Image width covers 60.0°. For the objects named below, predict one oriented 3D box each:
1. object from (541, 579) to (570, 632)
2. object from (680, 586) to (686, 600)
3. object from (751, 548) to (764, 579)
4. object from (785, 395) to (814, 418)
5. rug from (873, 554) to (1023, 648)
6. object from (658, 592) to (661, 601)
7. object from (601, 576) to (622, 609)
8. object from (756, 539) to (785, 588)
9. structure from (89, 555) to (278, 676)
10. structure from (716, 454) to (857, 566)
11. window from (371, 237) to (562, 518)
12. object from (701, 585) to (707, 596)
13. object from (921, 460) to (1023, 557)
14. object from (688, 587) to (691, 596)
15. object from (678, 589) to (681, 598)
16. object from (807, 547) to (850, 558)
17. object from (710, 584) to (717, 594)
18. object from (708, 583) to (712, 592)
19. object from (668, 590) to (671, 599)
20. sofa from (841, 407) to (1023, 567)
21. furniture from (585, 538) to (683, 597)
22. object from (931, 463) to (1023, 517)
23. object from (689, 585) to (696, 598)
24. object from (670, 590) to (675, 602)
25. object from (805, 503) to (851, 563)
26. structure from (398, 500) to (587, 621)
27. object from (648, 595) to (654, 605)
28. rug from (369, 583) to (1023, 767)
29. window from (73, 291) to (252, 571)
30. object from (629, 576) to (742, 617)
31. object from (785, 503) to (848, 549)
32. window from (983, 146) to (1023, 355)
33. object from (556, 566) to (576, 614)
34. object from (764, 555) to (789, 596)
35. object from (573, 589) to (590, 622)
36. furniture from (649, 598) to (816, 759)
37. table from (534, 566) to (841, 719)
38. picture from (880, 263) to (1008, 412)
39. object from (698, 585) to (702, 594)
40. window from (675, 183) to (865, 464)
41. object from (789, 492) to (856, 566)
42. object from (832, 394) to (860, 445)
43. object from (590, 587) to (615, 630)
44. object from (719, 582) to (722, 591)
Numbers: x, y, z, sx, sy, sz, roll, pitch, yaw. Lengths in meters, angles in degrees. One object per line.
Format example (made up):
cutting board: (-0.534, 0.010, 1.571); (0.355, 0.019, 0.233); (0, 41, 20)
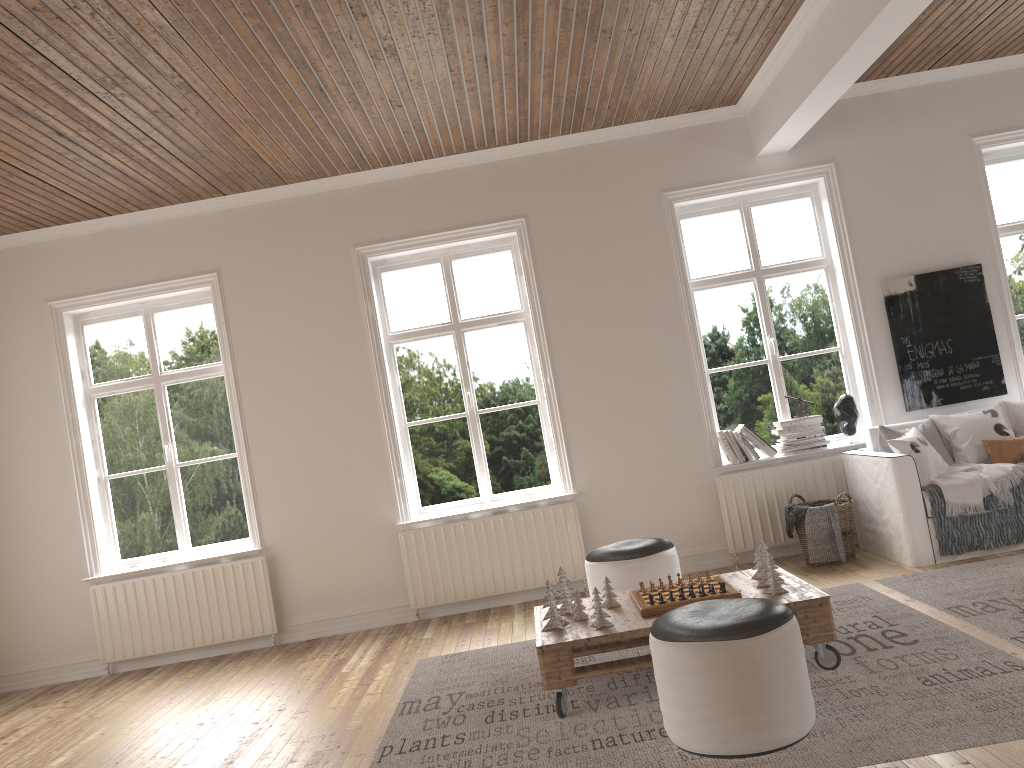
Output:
object: (0.170, 0.943, 3.814); (0.106, 0.208, 0.107); (-11, -3, 16)
object: (0.724, 0.885, 3.770); (0.025, 0.058, 0.025); (-7, -4, -45)
object: (1.139, 0.821, 4.077); (0.075, 0.137, 0.079); (-8, -4, -41)
object: (1.980, 0.143, 6.089); (0.092, 0.161, 0.177); (-8, -3, -32)
rug: (3.192, 0.818, 3.764); (2.474, 0.003, 2.254); (-10, -3, 0)
object: (0.636, 0.914, 3.818); (0.017, 0.037, 0.017); (-11, -3, 20)
object: (0.436, 0.940, 4.025); (0.077, 0.141, 0.082); (-9, -3, -18)
object: (1.122, 0.782, 3.911); (0.111, 0.204, 0.118); (-11, -3, 24)
structure: (-2.197, 1.667, 6.008); (1.223, 0.829, 0.085); (-10, -3, 0)
structure: (2.042, 0.919, 5.978); (1.223, 0.829, 0.095); (-10, -3, 0)
window: (-0.327, -0.042, 6.271); (1.055, 1.872, 0.120); (-10, -3, 0)
object: (0.812, 0.876, 3.771); (0.022, 0.047, 0.022); (-12, -3, 32)
object: (3.207, 0.646, 5.292); (1.680, 0.423, 0.651); (-10, -3, 1)
object: (0.766, 0.891, 3.815); (0.017, 0.037, 0.017); (-11, -3, 20)
object: (0.723, 0.899, 3.814); (0.017, 0.037, 0.017); (-11, -3, 20)
object: (2.001, 1.016, 5.615); (0.291, 0.186, 0.280); (-9, -3, -14)
object: (0.854, 0.870, 3.772); (0.026, 0.044, 0.026); (-7, -4, -44)
object: (0.851, 0.876, 3.815); (0.017, 0.037, 0.017); (-11, -3, 20)
object: (0.682, 0.906, 3.818); (0.017, 0.037, 0.017); (-11, -3, 20)
sofa: (3.175, 0.510, 5.455); (1.960, 0.776, 0.866); (-10, -3, 0)
furniture: (0.681, 1.099, 4.913); (0.518, 0.430, 0.518); (-11, -3, 21)
object: (2.750, 0.590, 5.312); (0.588, 0.255, 0.729); (-10, -3, 4)
object: (0.766, 0.880, 3.771); (0.025, 0.055, 0.025); (-12, -3, 32)
object: (0.679, 0.899, 3.772); (0.022, 0.047, 0.022); (-8, -3, -32)
object: (1.960, 0.919, 5.577); (0.290, 0.356, 0.349); (-12, -3, 30)
structure: (-0.097, 1.297, 5.993); (1.223, 0.829, 0.095); (-10, -3, 0)
object: (0.593, 0.918, 3.770); (0.019, 0.040, 0.019); (-10, -3, -3)
rug: (0.681, 1.261, 3.782); (2.474, 0.003, 2.254); (-10, -3, 0)
window: (-2.463, 0.335, 6.286); (1.055, 1.872, 0.120); (-10, -3, 0)
object: (0.754, 0.936, 3.923); (0.429, 0.036, 0.429); (-10, -3, 0)
object: (1.907, 0.913, 5.606); (0.367, 0.332, 0.303); (-10, -3, -9)
window: (3.943, -0.795, 6.241); (1.055, 1.872, 0.120); (-10, -3, 0)
object: (0.240, 0.940, 4.064); (0.108, 0.213, 0.109); (-11, -3, 25)
object: (1.098, 0.799, 3.733); (0.082, 0.160, 0.082); (-9, -3, -11)
object: (0.290, 0.964, 3.885); (0.072, 0.132, 0.076); (-10, -3, 1)
furniture: (0.757, 0.996, 3.085); (0.518, 0.430, 0.518); (-10, -3, 3)
table: (0.713, 1.110, 3.906); (1.189, 0.300, 0.821); (-10, -3, 0)
picture: (2.943, -0.316, 6.047); (0.680, 0.908, 0.041); (-10, -3, 0)
object: (0.808, 0.884, 3.814); (0.017, 0.037, 0.017); (-11, -3, 20)
window: (1.809, -0.419, 6.256); (1.055, 1.872, 0.120); (-10, -3, 0)
object: (1.978, 0.906, 5.617); (0.393, 0.432, 0.393); (-11, -3, 22)
object: (2.295, 0.240, 6.079); (0.171, 0.340, 0.177); (-12, -3, 36)
object: (0.360, 0.924, 3.688); (0.085, 0.166, 0.085); (-9, -3, -14)
object: (0.897, 0.868, 3.813); (0.017, 0.037, 0.017); (-11, -3, 20)
